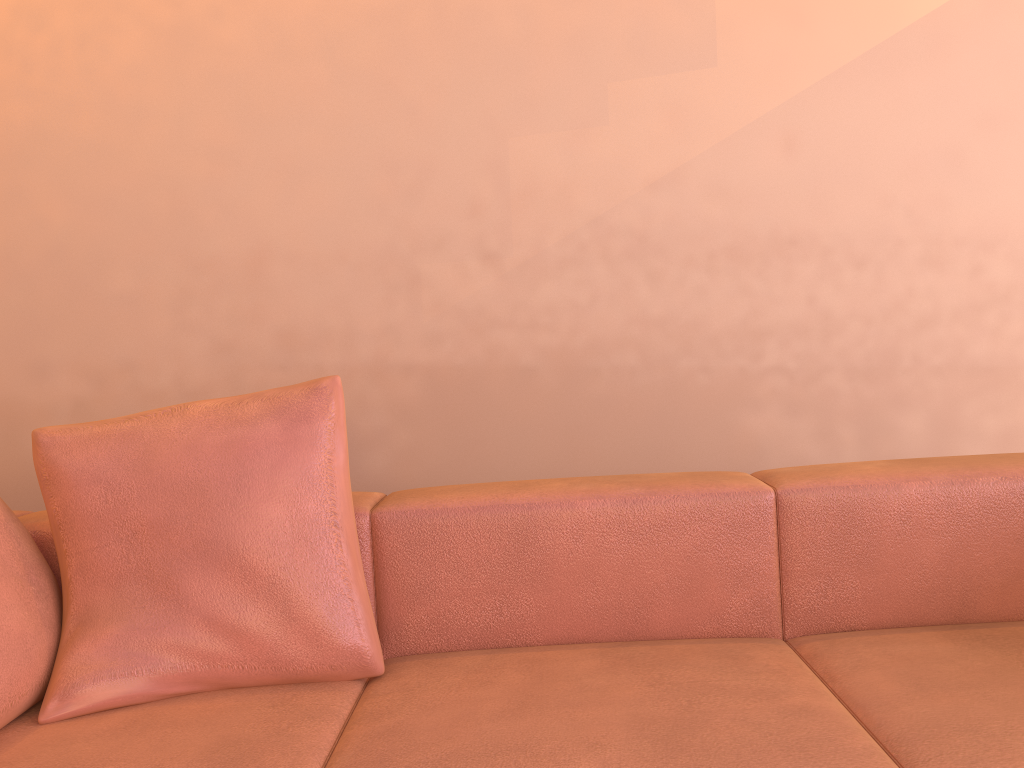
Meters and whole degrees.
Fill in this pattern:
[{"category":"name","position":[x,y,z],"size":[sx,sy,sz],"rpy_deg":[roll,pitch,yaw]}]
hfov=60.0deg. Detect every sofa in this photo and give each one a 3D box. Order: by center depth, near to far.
[{"category":"sofa","position":[0.125,0.537,1.431],"size":[2.781,0.672,0.943],"rpy_deg":[-3,2,1]}]

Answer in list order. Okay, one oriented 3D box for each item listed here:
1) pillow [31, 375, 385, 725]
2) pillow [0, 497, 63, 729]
[{"category":"pillow","position":[-0.550,0.264,1.581],"size":[0.582,0.528,0.302],"rpy_deg":[-4,2,-15]},{"category":"pillow","position":[-0.935,0.333,1.402],"size":[0.335,0.486,0.554],"rpy_deg":[-3,2,-2]}]
